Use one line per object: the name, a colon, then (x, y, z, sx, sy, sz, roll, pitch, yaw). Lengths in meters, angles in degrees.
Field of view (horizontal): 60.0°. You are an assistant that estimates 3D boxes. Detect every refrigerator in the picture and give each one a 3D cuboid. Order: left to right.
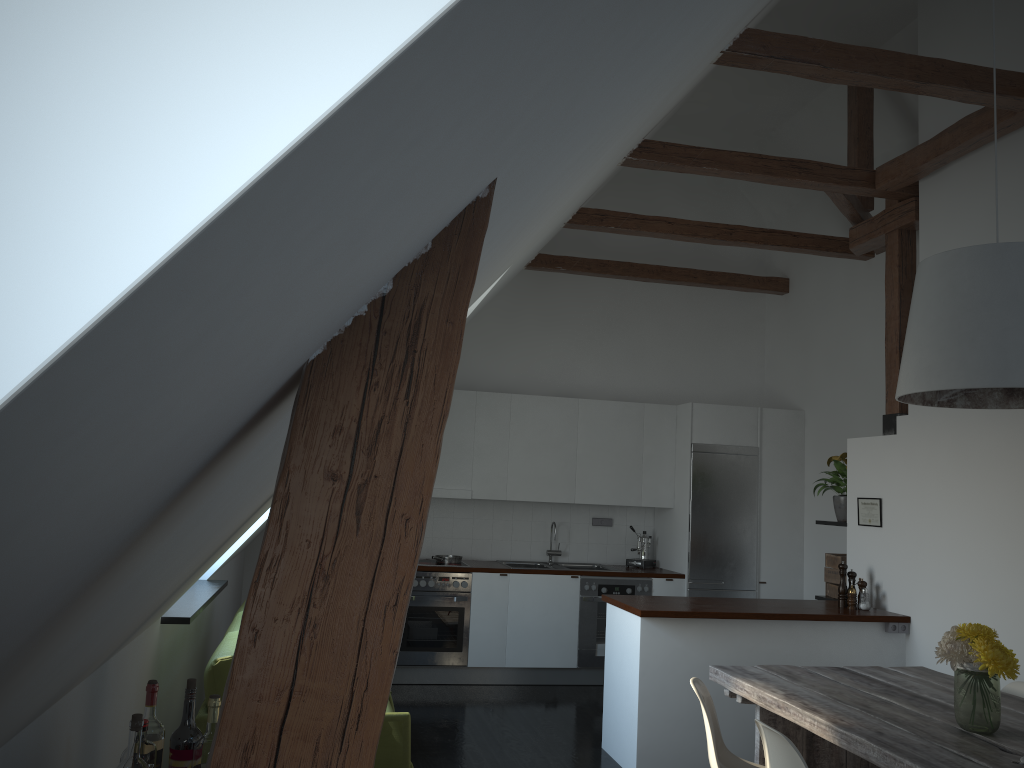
refrigerator: (1.779, 1.450, 7.487, 0.609, 1.868, 0.031, 4, -7, -11)

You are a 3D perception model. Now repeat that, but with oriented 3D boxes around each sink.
sink: (0.399, 1.453, 7.616, 0.963, 0.519, 0.671, 4, -7, -11)

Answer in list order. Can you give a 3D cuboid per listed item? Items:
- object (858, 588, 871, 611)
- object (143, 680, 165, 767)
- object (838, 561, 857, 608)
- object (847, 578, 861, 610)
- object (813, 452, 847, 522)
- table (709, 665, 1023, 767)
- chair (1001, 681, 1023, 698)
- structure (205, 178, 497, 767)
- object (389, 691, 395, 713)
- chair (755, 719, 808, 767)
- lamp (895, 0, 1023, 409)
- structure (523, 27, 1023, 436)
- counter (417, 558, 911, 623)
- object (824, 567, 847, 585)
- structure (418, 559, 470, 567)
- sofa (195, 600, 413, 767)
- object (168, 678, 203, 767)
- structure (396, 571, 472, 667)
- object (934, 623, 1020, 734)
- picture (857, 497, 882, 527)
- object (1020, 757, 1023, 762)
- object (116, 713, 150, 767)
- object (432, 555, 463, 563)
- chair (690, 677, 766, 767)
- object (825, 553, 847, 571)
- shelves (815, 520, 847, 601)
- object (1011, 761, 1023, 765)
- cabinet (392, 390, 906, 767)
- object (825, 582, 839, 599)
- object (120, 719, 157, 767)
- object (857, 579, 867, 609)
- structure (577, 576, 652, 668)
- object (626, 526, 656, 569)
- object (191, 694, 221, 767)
object: (2.171, 1.323, 5.458, 0.069, 0.135, 0.069, 8, -9, -36)
object: (-0.919, 0.905, 2.234, 0.081, 0.308, 0.081, 5, -7, -19)
object: (2.111, 1.261, 5.582, 0.123, 0.283, 0.061, 4, -7, -11)
object: (2.115, 1.296, 5.493, 0.080, 0.192, 0.058, 6, -8, -27)
object: (2.395, 0.734, 6.289, 0.493, 0.486, 0.506, 2, -7, 8)
table: (1.685, 1.598, 3.018, 1.141, 0.788, 2.421, 4, -7, -11)
chair: (2.031, 1.706, 3.828, 0.542, 0.801, 0.465, 4, -7, -10)
structure: (-0.610, 0.673, 1.064, 1.023, 1.963, 12.350, 4, -7, -11)
object: (-1.062, 1.685, 5.176, 0.722, 0.493, 0.711, 5, -7, -16)
chair: (1.090, 1.558, 2.976, 0.542, 0.801, 0.465, 4, -7, -10)
lamp: (1.851, -1.335, 3.396, 0.697, 2.813, 0.757, -3, -9, 38)
structure: (4.827, -1.915, 0.759, 10.230, 3.562, 15.910, 4, -7, -6)
counter: (0.397, 1.437, 6.405, 3.365, 0.038, 3.085, 4, -7, -11)
object: (2.394, 1.342, 6.160, 0.287, 0.101, 0.329, 5, -7, -16)
structure: (-0.667, 1.492, 7.315, 0.574, 0.041, 0.504, 4, -7, -11)
sofa: (-1.054, 1.630, 4.533, 0.898, 0.825, 2.093, 4, -7, -12)
object: (-0.798, 0.891, 2.168, 0.080, 0.329, 0.080, 5, -7, -21)
structure: (-0.685, 1.882, 7.283, 0.583, 0.725, 0.749, 4, -7, -11)
object: (1.638, 1.030, 3.122, 0.233, 0.365, 0.293, 9, -9, -40)
picture: (2.298, 0.823, 5.694, 0.023, 0.182, 0.250, 4, -7, -11)
object: (1.625, 1.144, 2.629, 0.205, 0.024, 0.205, 5, -7, -19)
object: (-0.801, 0.859, 1.859, 0.073, 0.320, 0.073, 5, -7, -21)
object: (-0.578, 1.458, 7.421, 0.351, 0.061, 0.232, 8, -9, -38)
chair: (0.977, 1.620, 3.539, 0.542, 0.801, 0.465, 1, -7, 15)
object: (2.400, 1.242, 6.183, 0.329, 0.101, 0.287, 3, -7, -1)
shelves: (2.516, 1.248, 6.162, 0.660, 0.553, 0.408, 4, -7, -11)
object: (1.573, 1.129, 2.614, 0.194, 0.022, 0.019, 2, -7, 4)
cabinet: (0.827, 1.193, 6.547, 4.208, 2.369, 3.033, 4, -7, -11)
object: (2.390, 1.440, 6.148, 0.329, 0.101, 0.287, 3, -7, -1)
object: (-0.867, 0.911, 2.049, 0.067, 0.257, 0.099, 4, -7, -6)
object: (2.186, 1.308, 5.535, 0.058, 0.184, 0.058, 5, -7, -15)
structure: (0.795, 1.976, 7.492, 0.612, 0.725, 0.582, 4, -7, -11)
object: (1.135, 1.450, 7.913, 0.206, 0.370, 0.353, -2, -8, 35)
object: (-0.723, 0.902, 2.119, 0.081, 0.307, 0.081, 3, -7, -6)
